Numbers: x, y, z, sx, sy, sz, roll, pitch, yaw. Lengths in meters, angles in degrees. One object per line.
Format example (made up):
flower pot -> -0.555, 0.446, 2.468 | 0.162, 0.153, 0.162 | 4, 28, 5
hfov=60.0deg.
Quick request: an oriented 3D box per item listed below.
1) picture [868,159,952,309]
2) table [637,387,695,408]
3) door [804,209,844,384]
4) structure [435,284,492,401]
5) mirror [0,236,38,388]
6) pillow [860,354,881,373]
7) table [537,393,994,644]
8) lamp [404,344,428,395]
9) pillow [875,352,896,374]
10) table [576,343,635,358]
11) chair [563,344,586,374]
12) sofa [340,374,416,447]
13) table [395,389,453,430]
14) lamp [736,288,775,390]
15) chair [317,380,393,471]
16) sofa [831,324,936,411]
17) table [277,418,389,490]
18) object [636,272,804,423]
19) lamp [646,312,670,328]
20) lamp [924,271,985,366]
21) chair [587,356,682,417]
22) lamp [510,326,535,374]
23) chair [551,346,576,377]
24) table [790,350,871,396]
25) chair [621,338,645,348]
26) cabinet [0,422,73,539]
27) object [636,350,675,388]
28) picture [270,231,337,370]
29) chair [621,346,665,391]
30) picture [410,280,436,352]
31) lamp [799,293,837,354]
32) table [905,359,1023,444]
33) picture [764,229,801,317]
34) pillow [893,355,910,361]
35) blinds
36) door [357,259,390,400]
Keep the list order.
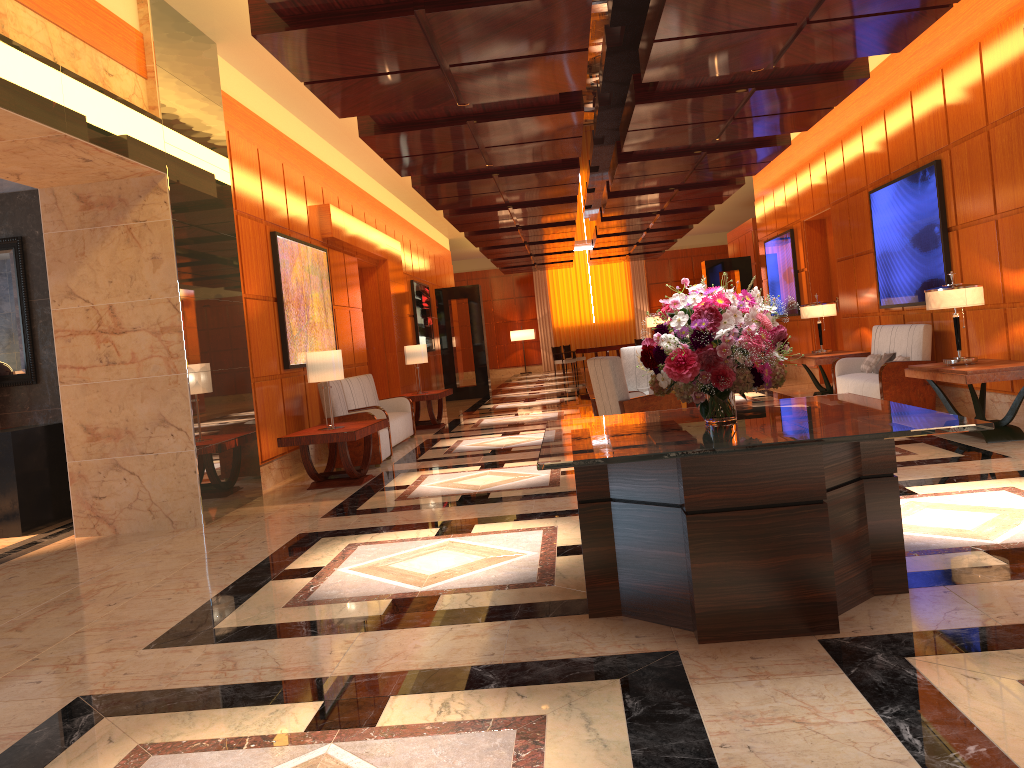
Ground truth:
picture -> 4.431, -1.596, 9.937 | 0.056, 1.451, 1.999 | -6, 2, 4
table -> 1.759, 0.308, 9.620 | 0.722, 0.495, 1.562 | -5, 3, 7
door -> 4.959, -1.291, 13.517 | 0.340, 2.650, 1.539 | -6, 1, 4
structure -> -1.080, -0.916, 19.757 | 0.985, 2.497, 0.500 | -6, 1, 4
mirror -> -5.223, -0.579, 8.032 | 1.766, 1.338, 0.029 | -6, 1, 4
pillow -> 4.222, -0.241, 10.436 | 0.195, 0.227, 0.344 | -5, 2, 9
table -> 0.970, 0.537, 3.932 | 1.600, 0.744, 1.602 | -6, 2, 4
lamp -> 2.369, -0.349, 8.275 | 0.336, 0.734, 12.981 | -6, 3, -37
pillow -> 4.221, -0.228, 10.001 | 0.160, 0.253, 0.358 | -6, 2, 1
table -> 3.004, -0.777, 26.271 | 2.110, 0.741, 0.783 | -7, 2, -25
chair -> 1.903, -0.784, 27.397 | 0.575, 0.893, 0.586 | -5, 1, 32
sofa -> -1.713, 0.342, 11.277 | 0.612, 0.932, 1.801 | -6, 2, 4
table -> -1.338, 0.404, 13.469 | 0.724, 0.534, 1.169 | -5, 2, 7
lamp -> 3.950, -0.740, 14.498 | 0.527, 1.660, 0.360 | -6, 1, -6
chair -> -1.704, 0.408, 9.656 | 0.628, 0.960, 0.738 | -6, 1, 3
sofa -> 4.155, -0.182, 9.986 | 0.612, 0.932, 1.801 | -6, 2, 4
table -> -1.655, 0.682, 8.469 | 0.724, 0.534, 1.169 | -5, 2, 7
object -> 0.899, -0.163, 3.945 | 0.650, 0.658, 0.680 | -6, 2, -5
lamp -> 5.019, -1.609, 29.983 | 0.809, 1.660, 0.812 | -5, 1, 44
lamp -> 3.817, -0.569, 7.617 | 0.458, 0.809, 0.459 | -5, 1, 13
chair -> 1.120, 0.199, 8.166 | 0.629, 0.960, 0.737 | -6, 1, -17
lamp -> 0.408, -1.162, 30.282 | 0.809, 1.660, 0.812 | -5, 1, 44
chair -> 1.507, -0.686, 26.203 | 0.575, 0.893, 0.586 | -5, 2, 42
table -> 4.215, -0.098, 11.697 | 0.725, 0.606, 1.272 | -6, 2, 4
chair -> 3.542, -0.851, 25.411 | 0.586, 0.893, 0.575 | -7, 2, -43
cabinet -> -5.099, 0.901, 7.680 | 2.189, 0.868, 0.784 | -6, 2, 4
object -> 1.767, -0.258, 9.730 | 0.789, 0.617, 0.417 | -6, 1, -19
picture -> -2.370, -0.932, 10.282 | 0.056, 1.451, 1.999 | -6, 2, 4
chair -> 1.604, 0.005, 11.123 | 0.737, 0.960, 0.630 | -5, 1, 23
picture -> -1.847, -1.390, 18.526 | 0.056, 1.451, 1.999 | -6, 2, 4
lamp -> 4.079, -0.807, 11.763 | 0.459, 0.793, 0.458 | -6, 1, -34
table -> 3.948, 0.136, 7.484 | 0.725, 0.606, 1.272 | -6, 2, 4
picture -> 4.802, -1.921, 15.786 | 0.056, 1.451, 1.999 | -6, 2, 4
pillow -> 4.160, -0.186, 9.557 | 0.202, 0.229, 0.274 | -6, 2, 6
blinds -> 2.777, -2.636, 30.742 | 3.852, 4.063, 0.149 | -6, 1, 4
door -> -2.334, -0.582, 13.972 | 0.340, 2.650, 1.501 | -6, 1, 4
